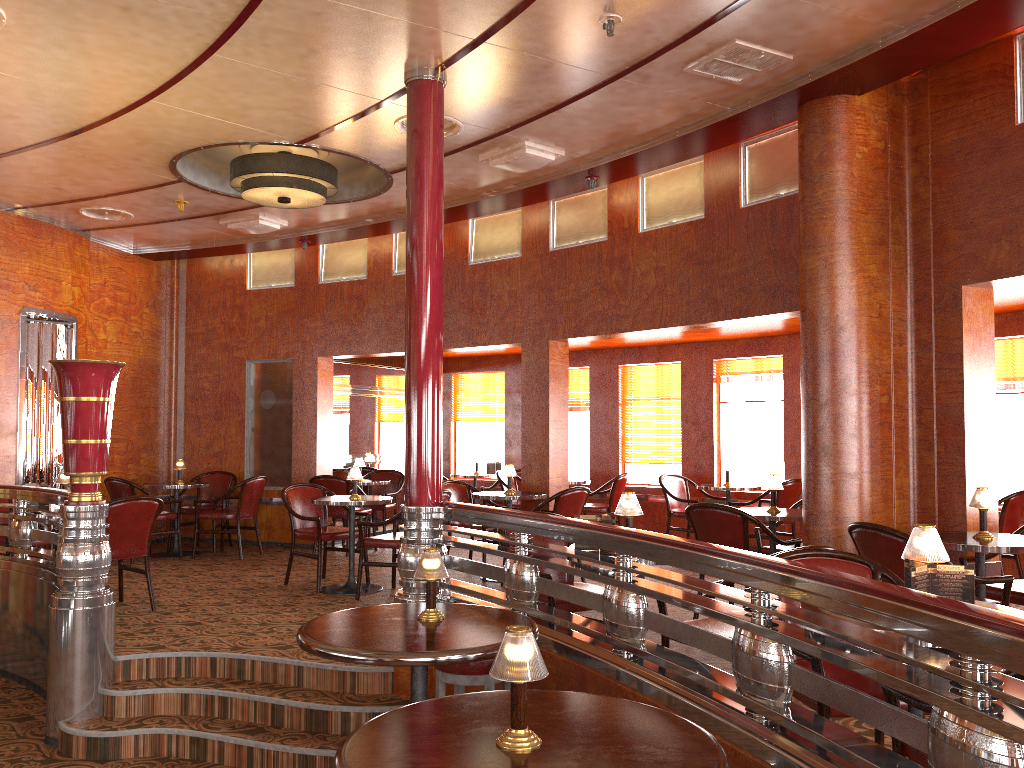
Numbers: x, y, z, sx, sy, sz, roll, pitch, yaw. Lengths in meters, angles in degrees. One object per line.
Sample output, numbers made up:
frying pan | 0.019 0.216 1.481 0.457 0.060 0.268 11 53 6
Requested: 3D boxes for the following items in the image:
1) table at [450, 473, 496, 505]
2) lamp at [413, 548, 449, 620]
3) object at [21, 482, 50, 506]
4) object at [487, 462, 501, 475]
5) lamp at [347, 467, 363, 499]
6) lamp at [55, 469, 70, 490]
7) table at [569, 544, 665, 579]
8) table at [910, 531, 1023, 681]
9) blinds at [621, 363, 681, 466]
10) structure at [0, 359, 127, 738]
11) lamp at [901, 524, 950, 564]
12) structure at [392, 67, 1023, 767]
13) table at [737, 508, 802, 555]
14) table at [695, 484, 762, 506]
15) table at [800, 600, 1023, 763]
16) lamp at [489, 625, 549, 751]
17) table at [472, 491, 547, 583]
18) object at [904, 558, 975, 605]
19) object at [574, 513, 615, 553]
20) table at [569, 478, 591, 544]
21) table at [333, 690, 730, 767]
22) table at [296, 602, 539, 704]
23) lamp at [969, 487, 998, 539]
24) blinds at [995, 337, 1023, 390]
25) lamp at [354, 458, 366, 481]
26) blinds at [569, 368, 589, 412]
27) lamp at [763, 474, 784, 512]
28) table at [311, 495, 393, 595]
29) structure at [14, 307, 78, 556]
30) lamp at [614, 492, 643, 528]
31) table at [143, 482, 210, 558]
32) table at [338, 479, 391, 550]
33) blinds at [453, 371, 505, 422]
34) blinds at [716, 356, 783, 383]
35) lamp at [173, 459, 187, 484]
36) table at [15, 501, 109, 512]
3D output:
table | -0.466 1.499 11.205 0.640 0.720 0.640 1 -3 -21
lamp | -0.298 0.734 3.266 0.130 0.250 0.130 0 -3 10
object | -3.382 0.788 6.360 0.195 0.156 0.169 0 -3 -6
object | -0.231 1.053 11.065 0.169 0.156 0.195 1 -3 -9
lamp | -1.247 0.781 7.034 0.130 0.250 0.130 3 -4 -44
lamp | -3.261 0.747 6.468 0.130 0.250 0.130 -1 -3 28
table | 0.578 1.102 4.010 0.640 0.720 0.640 2 -3 -30
table | 2.324 1.126 4.390 0.640 0.720 0.640 -1 -3 19
blinds | 1.626 0.356 10.331 0.803 1.173 0.050 -2 -3 40
structure | -3.333 0.942 5.779 3.169 2.023 0.624 -2 -3 39
lamp | 1.214 0.540 2.603 0.130 0.250 0.130 0 -3 10
structure | 0.450 0.004 3.035 0.549 3.603 4.356 1 -3 -27
table | 1.728 1.207 5.869 0.640 0.720 0.640 0 -3 10
table | 2.152 1.370 8.807 0.640 0.720 0.640 -1 -3 17
table | 1.176 1.024 2.577 0.640 0.720 0.640 -2 -4 41
lamp | 0.015 0.662 1.946 0.130 0.250 0.130 -1 -3 19
table | -0.023 1.300 7.600 0.640 0.720 0.640 -1 -3 28
object | 1.142 0.578 2.448 0.169 0.156 0.195 3 -4 -41
object | 0.402 0.657 3.902 0.195 0.156 0.169 2 -3 -31
table | 0.557 1.425 9.839 0.640 0.720 0.640 0 -3 10
table | 0.041 1.266 1.923 0.849 0.960 0.850 0 -3 1
table | -0.329 1.332 3.130 0.849 0.960 0.850 1 -3 -21
lamp | 2.349 0.642 4.420 0.130 0.250 0.130 3 -4 -44
blinds | 4.126 -0.162 7.551 0.057 0.439 0.804 2 -3 -34
lamp | -1.657 0.925 9.636 0.130 0.250 0.130 3 -4 -44
blinds | 0.631 0.080 11.107 0.803 0.539 0.057 -2 -3 35
lamp | 1.736 0.722 5.886 0.130 0.250 0.130 3 -4 -44
table | -1.269 1.266 7.028 0.640 0.720 0.640 -1 -3 28
structure | -4.218 0.504 8.108 0.557 2.353 0.812 -1 -3 20
lamp | 0.530 0.618 4.030 0.130 0.250 0.130 3 -4 -44
table | -3.406 1.372 8.994 0.640 0.720 0.640 -1 -3 28
table | -1.638 1.408 9.602 0.640 0.720 0.640 -1 -3 28
blinds | -0.433 0.176 11.769 0.803 0.661 0.050 -2 -3 29
blinds | 2.547 -0.147 9.499 0.057 0.258 0.803 2 -4 -44
lamp | -3.379 0.888 9.021 0.130 0.250 0.130 3 -4 -44
table | -3.258 1.231 6.447 0.640 0.720 0.640 -1 -3 28
